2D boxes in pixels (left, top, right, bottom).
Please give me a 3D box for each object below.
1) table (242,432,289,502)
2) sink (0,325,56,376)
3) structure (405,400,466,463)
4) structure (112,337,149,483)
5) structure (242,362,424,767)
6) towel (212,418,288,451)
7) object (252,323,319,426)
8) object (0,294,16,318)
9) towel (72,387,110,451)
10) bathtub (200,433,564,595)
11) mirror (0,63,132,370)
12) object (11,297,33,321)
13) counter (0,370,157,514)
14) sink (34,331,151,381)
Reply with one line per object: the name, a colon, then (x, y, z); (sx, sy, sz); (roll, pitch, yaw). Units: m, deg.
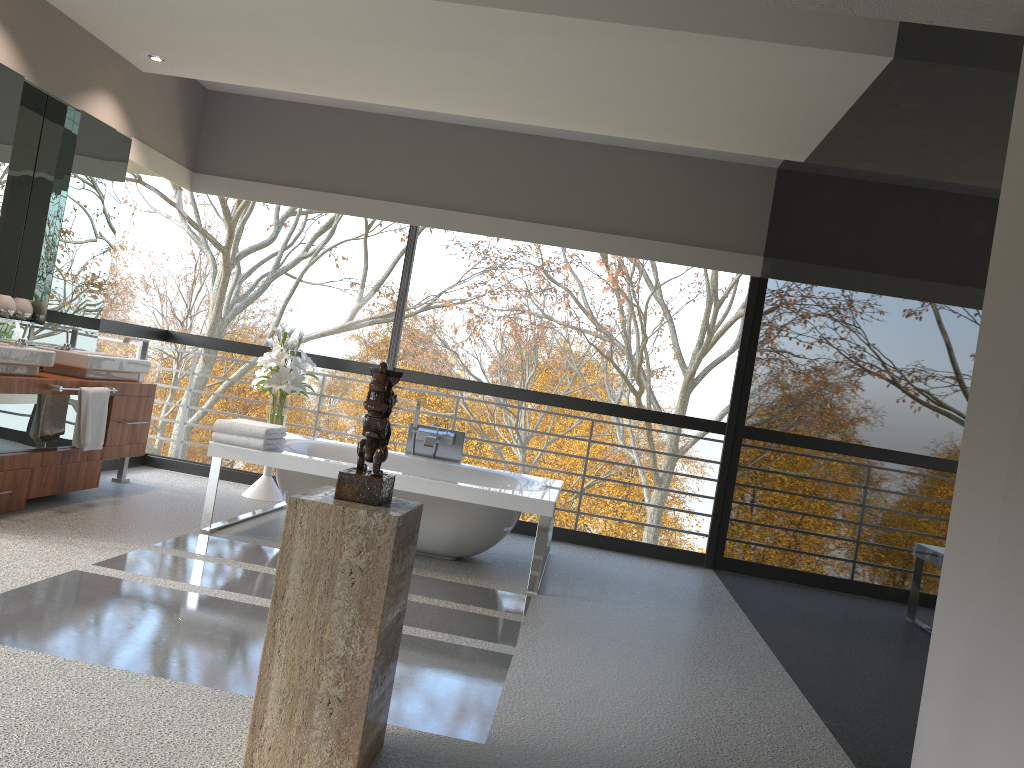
table: (-1.756, 0.584, 6.408); (0.307, 0.479, 0.307); (10, -1, -11)
sink: (-2.722, -0.200, 4.540); (0.352, 0.266, 0.750); (9, -1, 5)
structure: (-0.576, 0.576, 6.097); (0.402, 0.885, 0.330); (9, -1, 5)
structure: (-2.613, 0.180, 5.997); (0.069, 0.989, 0.303); (9, -1, 5)
structure: (-0.435, 0.470, 2.388); (0.292, 1.074, 0.328); (9, -1, 5)
towel: (-1.485, 0.290, 5.045); (0.322, 0.145, 0.305); (9, -1, 8)
object: (-1.665, -0.047, 6.415); (0.450, 0.796, 0.459); (9, -1, 33)
object: (-2.951, -0.450, 5.139); (0.136, 0.131, 0.136); (10, -1, -42)
towel: (-2.408, 0.200, 5.090); (0.079, 0.368, 0.302); (9, -1, 6)
bathtub: (-0.705, 0.738, 5.496); (1.958, 0.504, 1.327); (9, -1, 5)
mirror: (-2.895, -0.898, 5.120); (0.253, 1.618, 1.790); (9, -1, 5)
object: (-2.936, -0.447, 5.296); (0.136, 0.131, 0.136); (10, -1, -42)
counter: (-2.704, 0.298, 5.039); (0.525, 0.704, 1.848); (9, -1, 5)
sink: (-2.625, -0.176, 5.597); (0.352, 0.266, 0.750); (9, -1, 5)
